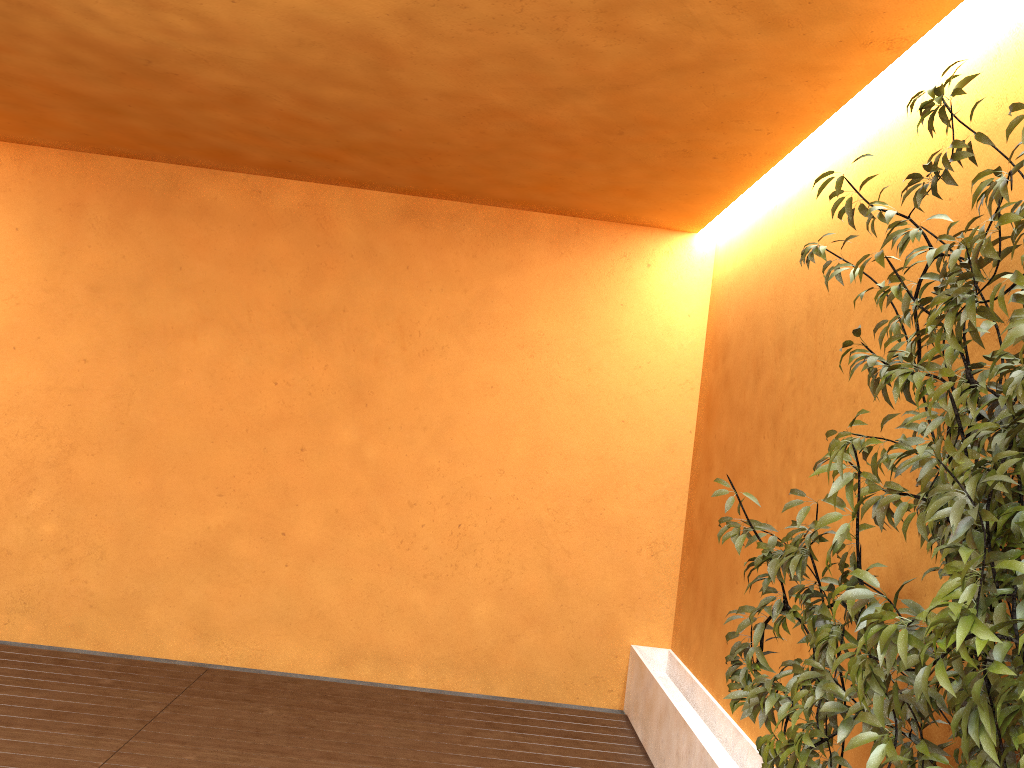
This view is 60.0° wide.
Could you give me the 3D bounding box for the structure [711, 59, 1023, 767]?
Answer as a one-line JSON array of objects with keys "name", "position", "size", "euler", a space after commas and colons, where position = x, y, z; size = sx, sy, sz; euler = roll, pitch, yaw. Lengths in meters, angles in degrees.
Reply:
[{"name": "structure", "position": [0.998, 0.299, 1.470], "size": [0.622, 2.483, 3.166], "euler": [7, -3, -3]}]
